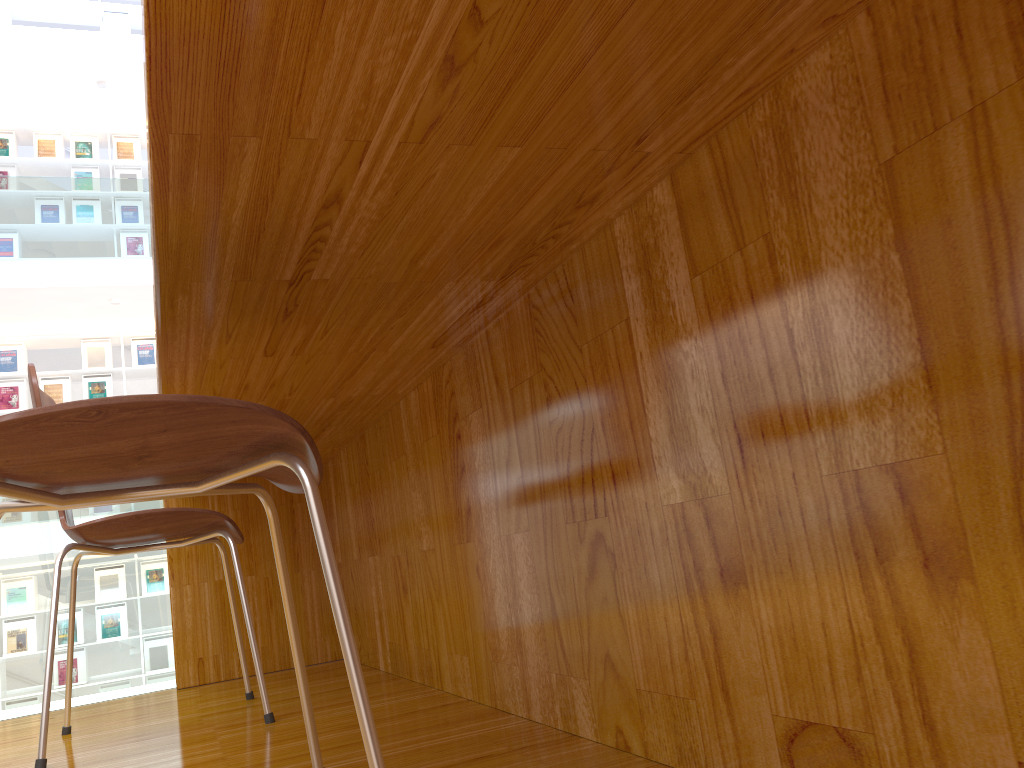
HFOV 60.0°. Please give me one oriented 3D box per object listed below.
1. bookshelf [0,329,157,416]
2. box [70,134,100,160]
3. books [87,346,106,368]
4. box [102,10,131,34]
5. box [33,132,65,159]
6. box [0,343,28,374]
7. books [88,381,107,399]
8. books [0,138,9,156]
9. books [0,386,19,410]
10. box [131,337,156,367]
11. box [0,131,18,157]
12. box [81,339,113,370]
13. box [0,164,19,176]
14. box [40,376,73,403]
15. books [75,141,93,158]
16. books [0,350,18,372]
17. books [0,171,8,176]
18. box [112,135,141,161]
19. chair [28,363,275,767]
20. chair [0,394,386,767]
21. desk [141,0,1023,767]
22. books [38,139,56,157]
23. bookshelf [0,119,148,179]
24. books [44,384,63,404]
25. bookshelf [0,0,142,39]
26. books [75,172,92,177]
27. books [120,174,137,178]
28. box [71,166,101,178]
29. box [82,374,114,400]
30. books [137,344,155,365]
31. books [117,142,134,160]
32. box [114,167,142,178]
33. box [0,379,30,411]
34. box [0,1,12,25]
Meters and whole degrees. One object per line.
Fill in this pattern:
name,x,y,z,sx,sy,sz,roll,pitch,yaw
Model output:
bookshelf,-3.533,0.391,8.150,3.666,1.836,0.498,-4,-11,-22
box,-4.120,-2.240,8.562,0.245,0.296,0.274,-4,-11,-22
books,-3.791,-0.242,8.088,0.145,0.210,0.037,-4,-11,-22
box,-3.982,-3.585,8.942,0.245,0.296,0.274,-4,-11,-22
box,-4.404,-2.221,8.446,0.245,0.296,0.274,-4,-11,-22
box,-4.486,-0.202,7.925,0.245,0.296,0.274,-4,-11,-22
books,-3.751,0.080,8.026,0.145,0.210,0.037,-4,-11,-22
books,-4.730,-2.177,8.191,0.145,0.210,0.037,-4,-11,-22
books,-4.402,0.125,7.764,0.145,0.210,0.037,-4,-11,-22
box,-3.444,-0.276,8.349,0.245,0.296,0.274,-4,-11,-22
box,-4.776,-2.195,8.295,0.245,0.296,0.274,-4,-11,-22
box,-3.830,-0.248,8.192,0.245,0.296,0.274,-4,-11,-22
box,-4.734,-1.871,8.247,0.245,0.296,0.274,-4,-11,-22
box,-4.108,0.095,8.000,0.245,0.296,0.274,-4,-11,-22
books,-4.083,-2.218,8.457,0.145,0.210,0.037,-4,-11,-22
books,-4.446,-0.197,7.822,0.145,0.210,0.037,-4,-11,-22
books,-4.702,-1.856,8.127,0.145,0.210,0.037,-4,-11,-22
box,-3.775,-2.265,8.702,0.245,0.296,0.274,-4,-11,-22
chair,-0.712,0.322,1.738,0.381,0.693,0.428,-4,-11,-22
chair,-0.368,0.108,0.856,0.381,0.693,0.428,-4,-11,-22
desk,0.162,-0.068,1.275,1.248,1.022,3.216,-4,-11,-22
books,-4.376,-2.205,8.340,0.145,0.210,0.037,-4,-11,-22
bookshelf,-3.823,-1.601,8.519,3.666,1.836,0.498,-4,-11,-22
books,-4.081,0.104,7.895,0.145,0.210,0.037,-4,-11,-22
bookshelf,-4.109,-3.562,8.883,3.666,1.836,0.498,-4,-11,-22
books,-4.052,-1.913,8.392,0.145,0.210,0.037,-4,-11,-22
books,-3.688,-1.929,8.537,0.145,0.210,0.037,-4,-11,-22
box,-4.080,-1.920,8.500,0.245,0.296,0.274,-4,-11,-22
box,-3.789,0.072,8.130,0.245,0.296,0.274,-4,-11,-22
books,-3.403,-0.271,8.246,0.145,0.210,0.037,-4,-11,-22
books,-3.746,-2.249,8.596,0.145,0.210,0.037,-4,-11,-22
box,-3.731,-1.944,8.642,0.245,0.296,0.274,-4,-11,-22
box,-4.444,0.121,7.877,0.245,0.296,0.274,-4,-11,-22
box,-4.973,-3.515,8.538,0.245,0.296,0.274,-4,-11,-22
